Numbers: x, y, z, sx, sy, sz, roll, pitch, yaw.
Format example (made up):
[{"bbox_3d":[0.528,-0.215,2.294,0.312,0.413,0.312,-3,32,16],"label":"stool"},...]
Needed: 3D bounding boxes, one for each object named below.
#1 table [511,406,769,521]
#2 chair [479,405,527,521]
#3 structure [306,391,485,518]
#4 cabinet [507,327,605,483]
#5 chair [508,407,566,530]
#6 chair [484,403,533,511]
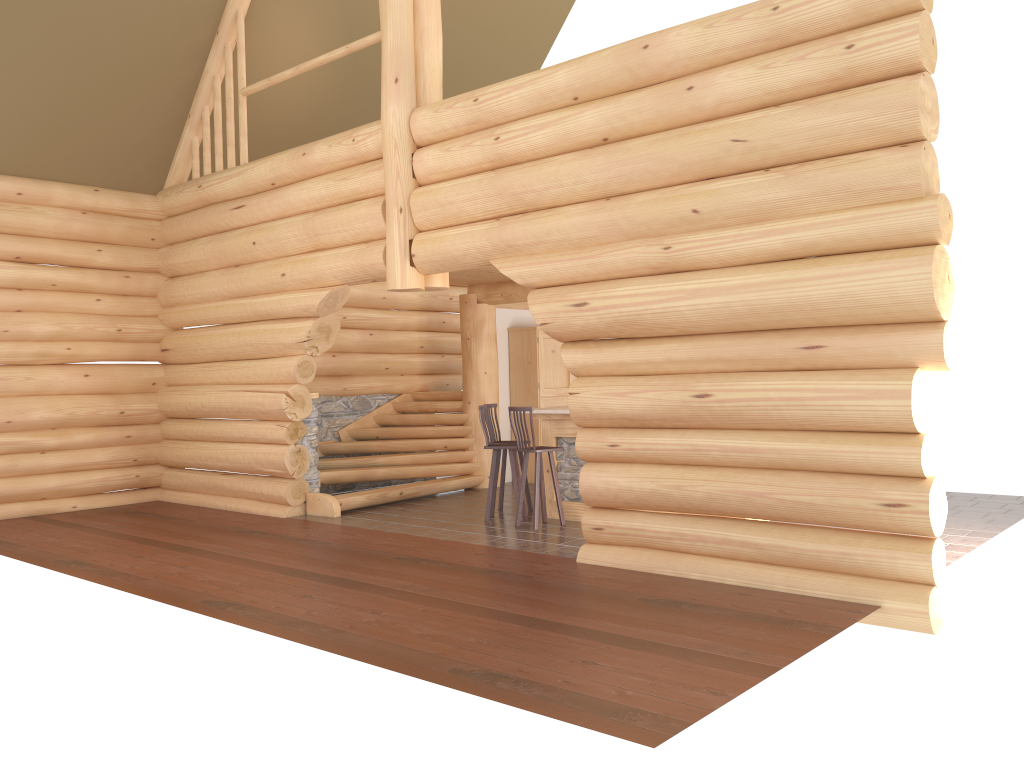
[{"bbox_3d":[1.607,0.896,9.818,3.220,1.257,1.196,-1,1,41],"label":"table"},{"bbox_3d":[-0.111,0.905,10.290,0.504,1.319,0.406,-1,0,9],"label":"chair"},{"bbox_3d":[-1.923,0.778,12.726,1.951,1.643,3.604,-1,0,35],"label":"structure"},{"bbox_3d":[0.798,0.311,14.403,0.670,2.403,1.847,-1,1,41],"label":"cabinet"},{"bbox_3d":[0.275,0.899,9.723,0.504,1.319,0.406,-2,1,-39],"label":"chair"},{"bbox_3d":[-0.052,0.900,10.808,0.504,1.319,0.406,-1,0,21],"label":"chair"}]
